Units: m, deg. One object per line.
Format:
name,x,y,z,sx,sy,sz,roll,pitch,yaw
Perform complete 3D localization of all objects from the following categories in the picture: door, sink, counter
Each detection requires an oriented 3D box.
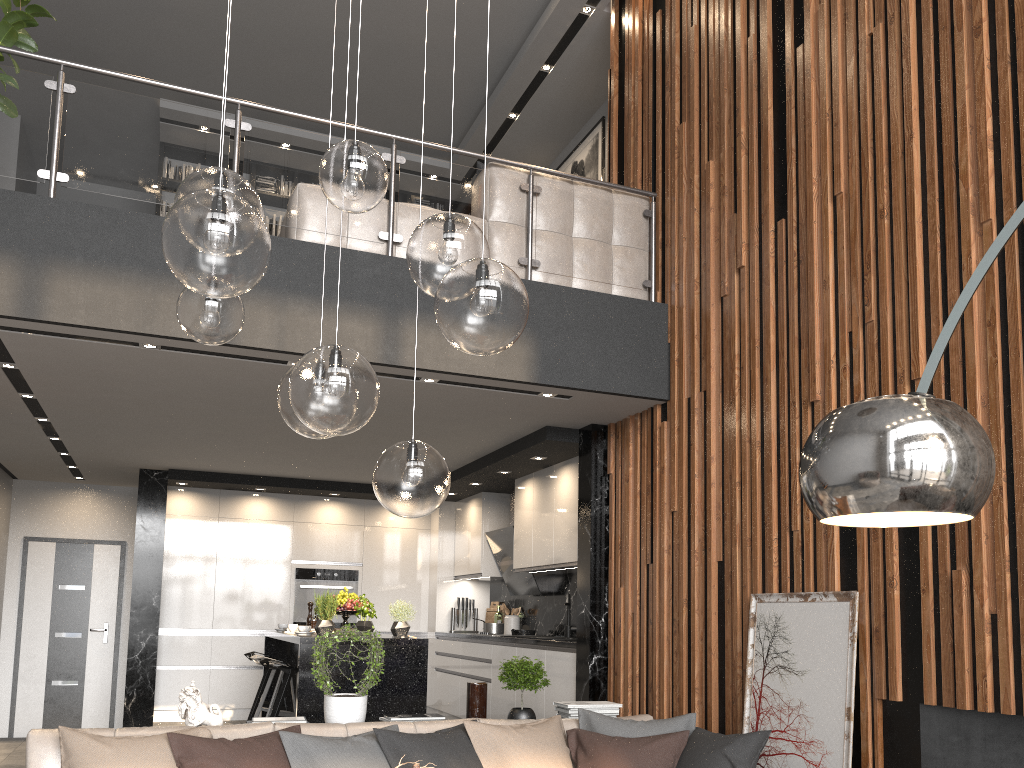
door,-4.645,2.658,9.178,0.978,2.039,0.172,4,-7,-22
sink,0.335,1.993,7.224,0.500,0.534,1.138,5,-14,-21
counter,0.106,2.253,7.737,0.613,0.039,3.537,7,-16,-20

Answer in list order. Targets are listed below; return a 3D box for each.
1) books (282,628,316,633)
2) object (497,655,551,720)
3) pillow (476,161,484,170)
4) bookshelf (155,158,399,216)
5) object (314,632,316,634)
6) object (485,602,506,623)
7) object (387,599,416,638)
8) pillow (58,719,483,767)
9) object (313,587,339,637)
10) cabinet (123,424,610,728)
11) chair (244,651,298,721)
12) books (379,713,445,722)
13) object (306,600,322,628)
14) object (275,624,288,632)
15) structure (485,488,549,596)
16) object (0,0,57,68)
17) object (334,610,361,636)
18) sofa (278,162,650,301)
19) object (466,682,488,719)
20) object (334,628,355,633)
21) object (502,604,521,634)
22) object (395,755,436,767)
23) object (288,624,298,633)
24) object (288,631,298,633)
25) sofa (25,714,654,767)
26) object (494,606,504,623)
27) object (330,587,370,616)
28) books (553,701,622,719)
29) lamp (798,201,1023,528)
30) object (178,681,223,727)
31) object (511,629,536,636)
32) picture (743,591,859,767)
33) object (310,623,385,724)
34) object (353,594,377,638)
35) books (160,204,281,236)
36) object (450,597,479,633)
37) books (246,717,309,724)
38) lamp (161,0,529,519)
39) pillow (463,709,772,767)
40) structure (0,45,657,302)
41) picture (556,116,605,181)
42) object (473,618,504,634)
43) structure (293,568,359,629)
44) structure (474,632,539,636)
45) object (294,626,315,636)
books,-1.770,2.080,7.389,0.324,0.037,0.176,7,-16,-22
object,0.055,1.681,4.755,0.311,0.399,0.277,-4,-10,28
pillow,0.053,-0.949,6.056,0.761,0.534,1.423,-1,-14,9
bookshelf,-1.801,-0.839,8.992,3.537,2.464,0.252,6,-8,-21
object,-1.631,1.980,6.962,0.191,0.011,0.197,-2,-15,11
object,-0.182,2.448,9.179,0.098,0.323,0.409,4,-12,-21
object,-0.802,1.707,6.378,0.221,0.278,0.216,3,-10,-8
pillow,-0.855,1.682,3.659,1.951,0.488,0.554,7,-13,-22
object,-1.302,1.601,6.181,0.197,0.361,0.190,-2,-9,23
cabinet,-1.332,1.630,7.373,3.636,3.168,6.344,5,-14,-21
chair,-1.873,2.517,6.915,0.436,0.719,1.768,4,-14,-21
books,-0.527,1.760,4.517,0.327,0.097,0.209,7,-15,-21
object,-1.752,2.096,7.906,0.152,0.277,0.203,8,-11,-38
object,-1.988,2.122,7.618,0.156,0.069,0.158,-9,-17,36
structure,0.061,1.478,8.268,0.415,1.008,0.752,4,-10,-21
object,-2.682,-1.555,4.422,0.774,1.438,0.539,1,-7,-1
object,-1.251,1.796,6.568,0.369,0.184,0.375,-7,-16,31
sofa,-0.539,-0.703,6.152,2.288,0.764,2.339,7,-15,-21
object,-0.187,1.718,4.647,0.109,0.262,0.111,3,-8,-16
object,-1.497,2.248,7.980,0.292,0.029,0.410,7,-16,-21
object,0.004,2.304,8.581,0.175,0.298,0.161,4,-9,-18
object,-0.356,1.255,2.253,0.319,0.590,0.551,-5,-12,39
object,-1.756,1.965,7.027,0.077,0.069,0.086,-5,-13,27
object,-1.747,1.974,6.978,0.130,0.026,0.028,-7,-13,28
sofa,-0.331,1.786,3.332,3.259,0.800,1.919,7,-15,-21
object,-0.124,2.392,8.884,0.090,0.277,0.083,4,-7,-21
object,-1.244,1.638,6.596,0.349,0.210,0.326,7,-14,-23
books,0.417,1.839,4.837,0.334,0.147,0.204,6,-13,-20
lamp,1.276,0.414,0.913,0.323,2.284,2.055,7,-11,-44
object,-1.466,1.548,4.137,0.207,0.284,0.139,2,-8,-2
object,0.061,2.269,8.011,0.357,0.059,0.235,15,-20,-41
picture,1.300,1.453,4.011,0.102,0.977,0.743,4,-10,-21
object,-0.834,1.489,4.407,0.389,0.564,0.218,9,-11,-40
object,-1.053,1.654,6.254,0.179,0.306,0.176,3,-8,-10
books,-1.797,-0.884,8.989,3.455,2.282,0.215,6,-8,-21
object,-0.504,2.456,9.306,0.323,0.365,0.068,5,-7,-21
books,-1.137,1.690,4.282,0.350,0.098,0.198,7,-14,-21
lamp,-0.432,-2.127,2.551,1.237,4.893,1.249,4,-7,-24
pillow,0.473,1.825,4.067,1.383,0.536,0.782,-1,-12,9
structure,-1.660,-0.685,6.245,4.242,0.723,3.454,7,-16,-21
picture,0.602,-1.858,7.926,0.025,0.640,1.013,4,-12,-21
object,-0.210,2.307,8.326,0.202,0.150,0.355,8,-15,-30
structure,-2.042,2.315,9.395,0.658,0.618,0.665,5,-12,-21
structure,-0.051,2.336,8.138,0.512,0.059,0.614,7,-16,-21
object,-1.539,1.828,6.488,0.156,0.069,0.158,-9,-17,36
